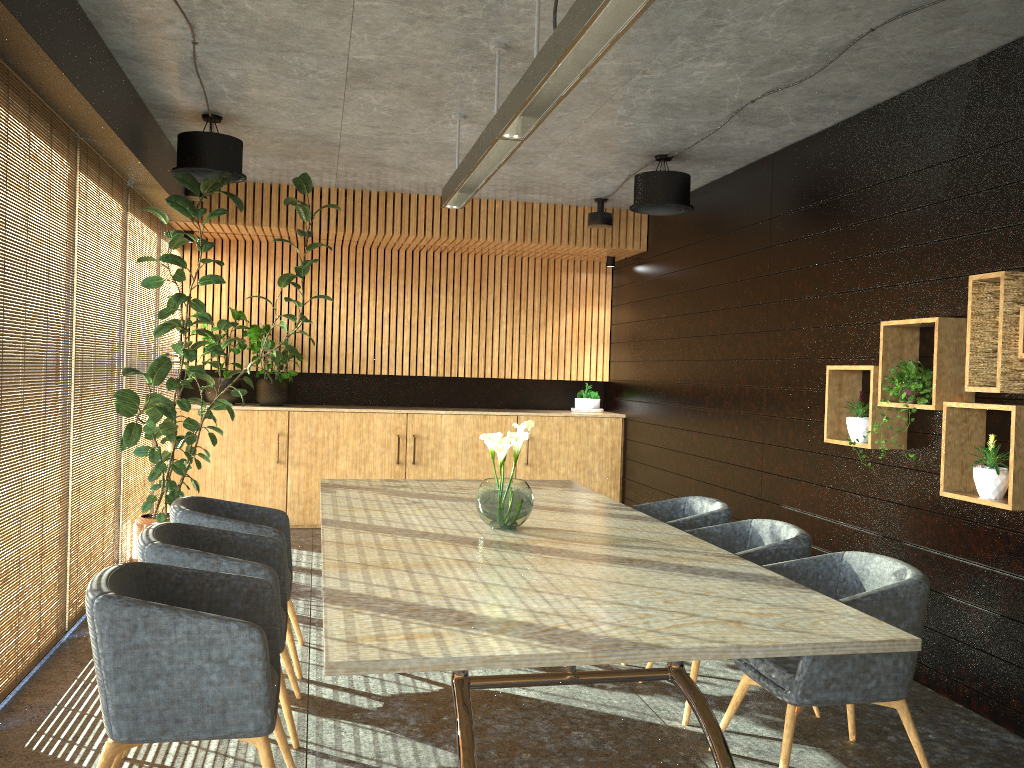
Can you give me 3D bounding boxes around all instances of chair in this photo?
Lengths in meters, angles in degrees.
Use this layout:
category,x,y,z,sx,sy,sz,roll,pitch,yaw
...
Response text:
category,x,y,z,sx,sy,sz,roll,pitch,yaw
chair,-1.375,1.146,4.194,0.761,0.944,0.706,2,1,-12
chair,0.972,1.199,5.630,0.761,0.944,0.706,2,1,-12
chair,1.164,1.217,4.752,0.761,0.944,0.706,2,1,-12
chair,-1.568,1.128,5.072,0.761,0.944,0.706,2,1,-12
chair,-1.182,1.164,3.315,0.761,0.944,0.706,2,1,-12
chair,1.357,1.235,3.873,0.761,0.944,0.706,2,1,-12

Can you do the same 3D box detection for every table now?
category,x,y,z,sx,sy,sz,roll,pitch,yaw
table,-0.049,1.190,4.485,1.816,0.927,3.932,2,1,-12

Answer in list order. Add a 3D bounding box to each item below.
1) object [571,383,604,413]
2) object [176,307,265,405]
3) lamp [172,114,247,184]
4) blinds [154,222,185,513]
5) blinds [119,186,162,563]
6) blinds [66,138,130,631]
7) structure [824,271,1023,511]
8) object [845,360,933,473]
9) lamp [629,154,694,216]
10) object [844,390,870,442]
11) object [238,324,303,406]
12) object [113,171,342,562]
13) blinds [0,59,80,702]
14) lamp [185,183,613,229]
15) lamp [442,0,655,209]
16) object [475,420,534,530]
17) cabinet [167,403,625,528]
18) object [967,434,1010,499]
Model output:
category,x,y,z,sx,sy,sz,roll,pitch,yaw
object,0.893,0.160,10.474,0.384,0.347,0.384,2,1,10
object,-3.112,-0.305,9.424,0.666,1.054,0.640,2,1,29
lamp,-2.182,-1.718,6.415,0.513,0.497,0.513,1,1,-42
blinds,-3.482,-0.070,9.029,0.039,3.038,1.422,2,1,-12
blinds,-3.168,-0.041,7.595,0.039,3.038,1.422,2,1,-12
blinds,-2.848,-0.011,6.137,0.039,3.038,1.422,2,1,-12
structure,2.365,0.020,4.653,0.242,1.130,2.172,2,1,-12
object,2.147,0.182,4.937,0.401,0.633,0.445,1,1,-32
lamp,1.214,-1.623,7.162,0.513,0.497,0.513,2,1,17
object,2.146,0.197,5.447,0.241,0.318,0.226,1,1,-38
object,-2.611,-0.203,9.521,0.679,0.880,0.512,2,1,-9
object,-2.618,-0.096,7.166,1.958,3.266,1.875,2,1,26
blinds,-2.534,0.018,4.703,0.039,3.038,1.422,2,1,-12
lamp,-1.017,-1.798,8.570,4.179,0.294,0.257,2,1,-12
lamp,0.004,-1.537,4.454,0.151,0.618,4.009,2,1,-12
object,-0.034,0.454,4.495,0.295,0.546,0.322,2,1,-3
cabinet,-1.239,0.909,9.949,4.954,1.272,1.006,2,1,-12
object,2.373,0.405,4.408,0.226,0.318,0.241,2,1,-13
